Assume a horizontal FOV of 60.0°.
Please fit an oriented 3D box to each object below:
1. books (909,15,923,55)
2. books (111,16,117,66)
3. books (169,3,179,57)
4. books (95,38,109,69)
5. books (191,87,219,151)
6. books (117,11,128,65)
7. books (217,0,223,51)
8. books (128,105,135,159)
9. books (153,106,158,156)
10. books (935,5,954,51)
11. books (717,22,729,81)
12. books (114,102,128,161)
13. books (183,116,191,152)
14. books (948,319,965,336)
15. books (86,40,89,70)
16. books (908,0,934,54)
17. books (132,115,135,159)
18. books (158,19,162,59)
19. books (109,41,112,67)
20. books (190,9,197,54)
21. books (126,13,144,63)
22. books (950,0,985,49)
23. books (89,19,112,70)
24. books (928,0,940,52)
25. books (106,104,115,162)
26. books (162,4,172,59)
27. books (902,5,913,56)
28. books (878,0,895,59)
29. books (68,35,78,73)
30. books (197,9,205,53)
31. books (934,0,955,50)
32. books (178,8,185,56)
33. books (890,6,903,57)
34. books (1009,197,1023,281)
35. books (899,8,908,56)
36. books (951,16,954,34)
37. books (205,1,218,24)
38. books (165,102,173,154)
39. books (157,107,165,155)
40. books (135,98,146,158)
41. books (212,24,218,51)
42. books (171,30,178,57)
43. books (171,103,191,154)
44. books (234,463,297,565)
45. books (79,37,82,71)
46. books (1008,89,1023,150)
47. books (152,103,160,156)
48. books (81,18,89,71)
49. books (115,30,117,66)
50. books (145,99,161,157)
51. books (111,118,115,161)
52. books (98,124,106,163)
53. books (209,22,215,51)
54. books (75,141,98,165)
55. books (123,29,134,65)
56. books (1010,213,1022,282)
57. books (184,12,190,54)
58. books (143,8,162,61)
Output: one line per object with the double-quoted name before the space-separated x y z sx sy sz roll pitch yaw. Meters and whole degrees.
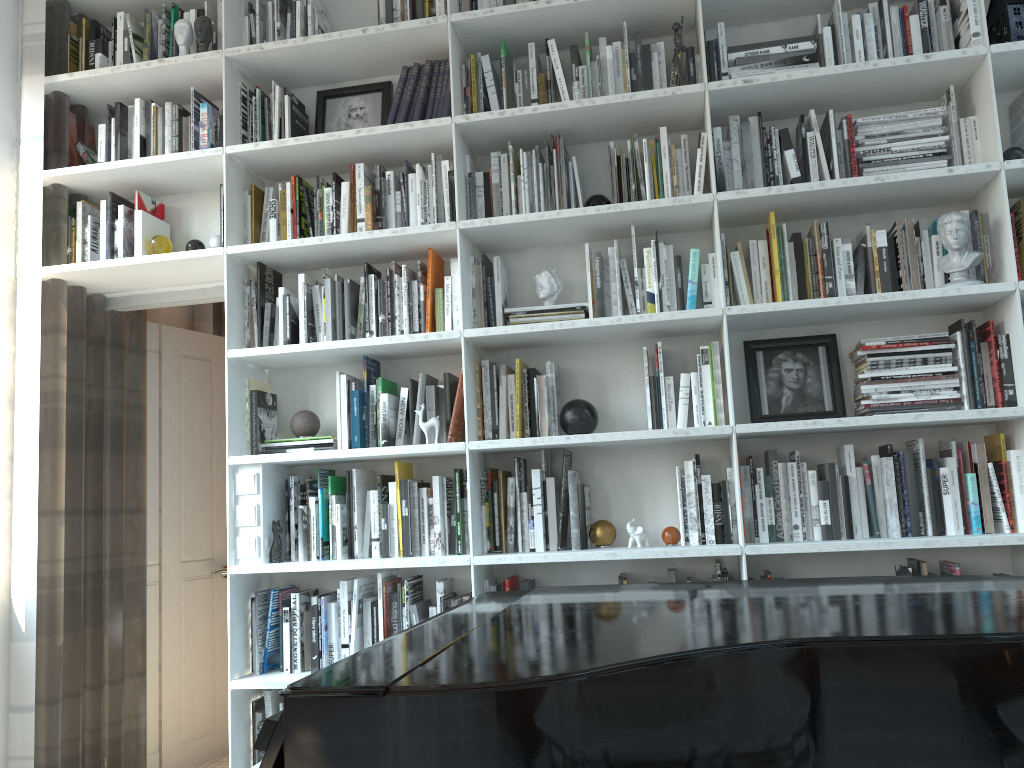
"books" 1.316 -1.084 2.928 0.029 0.188 0.176 -4 -8 10
"books" -1.530 -1.281 3.510 0.010 0.281 0.160 -4 -7 10
"books" -1.301 -1.313 3.483 0.029 0.314 0.129 -4 -7 10
"books" -1.579 -1.232 3.505 0.028 0.186 0.182 -4 -8 10
"books" -1.176 -0.955 3.401 0.012 0.303 0.189 -4 -7 10
"books" -1.489 -1.286 3.501 0.028 0.283 0.189 -4 -7 10
"books" -1.085 -1.317 3.434 0.022 0.286 0.175 -4 -7 10
"books" -1.449 -0.924 3.467 0.028 0.287 0.133 -4 -7 10
"books" -1.328 -0.916 3.426 0.012 0.248 0.192 -4 -7 10
"books" 1.404 -1.098 2.914 0.029 0.202 0.191 -4 -8 10
"books" 0.720 -1.071 3.035 0.021 0.248 0.192 -4 -7 10
"books" -1.478 -0.923 3.449 0.023 0.282 0.186 -4 -7 10
"books" -1.219 -0.904 3.420 0.028 0.212 0.138 -4 -7 10
"books" 1.429 -0.048 2.822 0.011 0.298 0.130 -4 -7 10
"books" -1.628 -1.232 3.519 0.024 0.194 0.167 -4 -8 10
"books" 1.344 -1.117 2.926 0.032 0.248 0.173 -4 -7 10
"books" -1.422 -0.902 3.458 0.024 0.238 0.156 -4 -7 10
"books" -1.342 -1.281 3.491 0.030 0.257 0.130 -4 -7 10
"books" -1.545 -1.236 3.524 0.031 0.195 0.145 -4 -7 10
"books" -1.196 -1.292 3.451 0.021 0.253 0.179 -4 -7 10
"books" -1.430 -1.282 3.473 0.057 0.262 0.191 -4 -7 10
"books" 1.446 -1.126 2.852 0.037 0.237 0.272 -4 -8 10
"books" -1.607 -1.271 3.514 0.025 0.269 0.177 -4 -7 10
"books" 1.376 -1.123 2.937 0.029 0.261 0.133 -4 -7 10
"books" -1.537 -0.922 3.480 0.011 0.296 0.163 -4 -7 10
"books" -1.324 -1.308 3.476 0.014 0.303 0.146 -4 -7 10
"books" 1.296 -1.103 2.938 0.012 0.230 0.158 -4 -7 10
"books" 1.234 -1.118 2.955 0.023 0.269 0.185 -4 -7 10
"books" -1.708 -1.238 3.530 0.014 0.218 0.188 -4 -8 10
"books" -1.172 -1.297 3.444 0.027 0.259 0.147 -4 -7 10
"books" 1.422 -1.164 2.927 0.012 0.333 0.156 -4 -7 10
"books" -1.257 -1.298 3.468 0.013 0.275 0.158 -4 -7 10
"books" 1.256 -1.097 2.939 0.023 0.222 0.191 -4 -8 10
"books" 1.600 -0.427 2.803 0.035 0.293 0.145 -4 -7 10
"books" 1.286 -1.102 2.947 0.010 0.230 0.152 -4 -7 10
"books" 1.437 -1.145 2.940 0.010 0.299 0.133 -4 -7 10
"books" -1.151 -1.313 3.455 0.013 0.291 0.154 -4 -7 10
"books" -1.279 -0.926 3.416 0.025 0.260 0.167 -4 -7 10
"books" -1.312 -0.915 3.423 0.021 0.243 0.174 -4 -7 10
"books" -1.396 -0.931 3.430 0.021 0.285 0.179 -4 -7 10
"books" -1.107 -1.264 3.433 0.028 0.184 0.168 -4 -8 10
"books" -1.274 -1.254 3.460 0.024 0.187 0.159 -4 -8 10
"books" -1.252 -0.923 3.410 0.030 0.250 0.166 -4 -7 10
"books" -0.869 0.460 3.146 0.106 0.339 0.307 -4 -8 10
"books" -1.665 -1.242 3.534 0.023 0.223 0.151 -4 -7 10
"books" 1.640 -0.790 2.853 0.018 0.285 0.159 -4 -7 10
"books" -1.341 -0.925 3.430 0.013 0.268 0.162 -4 -7 10
"books" -1.650 -1.276 3.525 0.014 0.285 0.175 -4 -7 10
"books" -1.511 -1.255 3.512 0.024 0.227 0.157 -4 -7 10
"books" -1.365 -0.933 3.444 0.037 0.291 0.155 -4 -7 10
"books" -1.498 -0.893 3.455 0.023 0.228 0.172 -4 -7 10
"books" -1.558 -0.882 3.477 0.034 0.217 0.166 -4 -7 10
"books" -1.132 -1.272 3.442 0.023 0.204 0.146 -4 -7 10
"books" -1.631 -0.855 3.499 0.121 0.175 0.129 -4 -7 10
"books" -1.460 -1.251 3.482 0.030 0.206 0.176 -4 -8 10
"books" 1.577 -0.399 2.831 0.013 0.246 0.177 -4 -7 10
"books" -1.220 -1.287 3.446 0.025 0.243 0.168 -4 -7 10
"books" -1.380 -1.294 3.481 0.039 0.282 0.182 -4 -7 10
